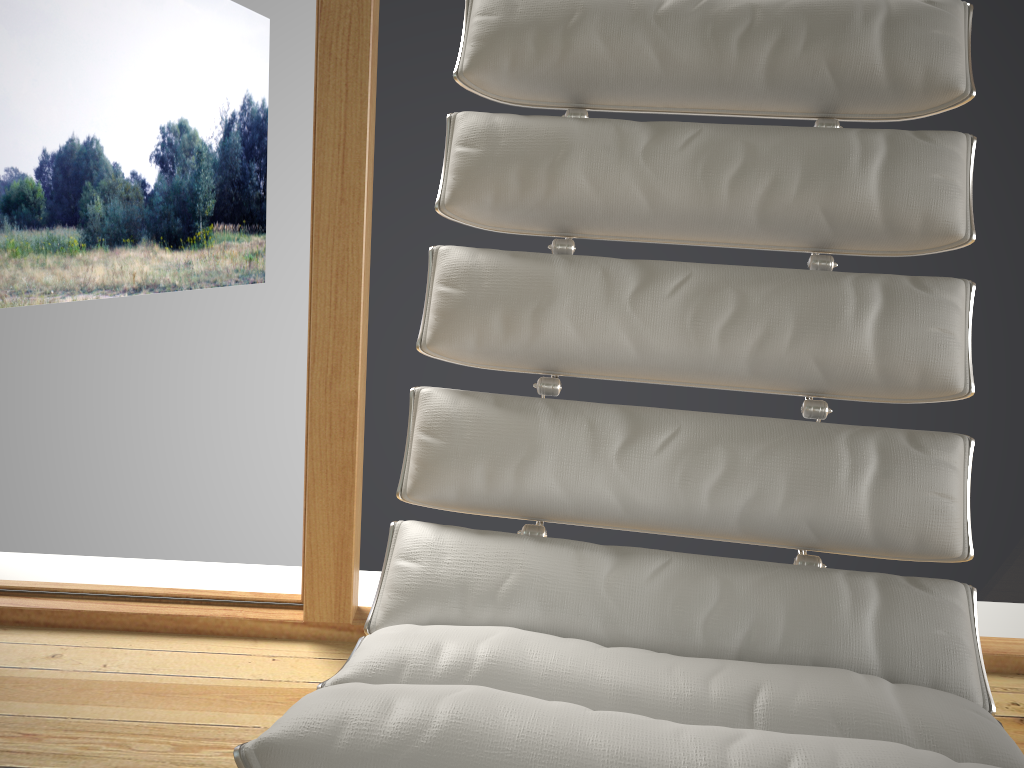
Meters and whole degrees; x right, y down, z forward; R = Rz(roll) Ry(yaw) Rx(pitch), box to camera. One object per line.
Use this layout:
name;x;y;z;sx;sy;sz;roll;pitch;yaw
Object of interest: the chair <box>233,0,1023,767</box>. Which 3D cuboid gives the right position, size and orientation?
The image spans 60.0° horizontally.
chair;0.134;0.098;0.688;0.570;0.964;0.918;5;9;8
